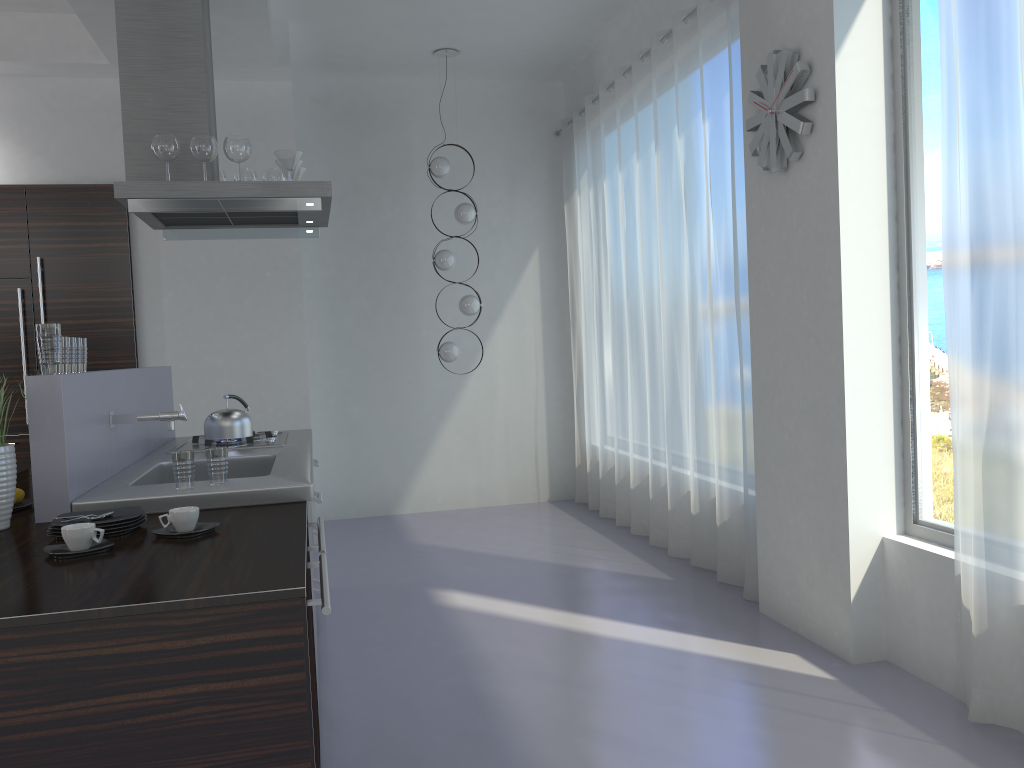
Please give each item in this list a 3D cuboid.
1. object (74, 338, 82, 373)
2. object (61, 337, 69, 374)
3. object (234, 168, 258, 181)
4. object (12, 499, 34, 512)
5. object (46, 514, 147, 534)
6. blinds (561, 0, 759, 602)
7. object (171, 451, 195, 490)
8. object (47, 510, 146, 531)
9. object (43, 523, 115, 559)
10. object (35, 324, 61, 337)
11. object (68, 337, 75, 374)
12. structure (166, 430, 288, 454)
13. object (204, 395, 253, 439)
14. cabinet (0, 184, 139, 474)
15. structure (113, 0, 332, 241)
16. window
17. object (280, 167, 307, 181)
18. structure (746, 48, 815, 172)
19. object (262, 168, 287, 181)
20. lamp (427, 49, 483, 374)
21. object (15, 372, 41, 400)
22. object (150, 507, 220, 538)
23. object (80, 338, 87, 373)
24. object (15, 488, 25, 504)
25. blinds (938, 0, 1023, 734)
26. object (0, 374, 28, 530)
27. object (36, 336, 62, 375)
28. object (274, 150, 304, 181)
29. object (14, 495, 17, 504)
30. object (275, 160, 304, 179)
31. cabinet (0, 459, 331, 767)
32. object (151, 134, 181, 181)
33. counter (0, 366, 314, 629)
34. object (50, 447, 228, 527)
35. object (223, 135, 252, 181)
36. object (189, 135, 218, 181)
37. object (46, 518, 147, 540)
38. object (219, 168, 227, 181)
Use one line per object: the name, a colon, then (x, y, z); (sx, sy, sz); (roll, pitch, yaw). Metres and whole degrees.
object: (-1.493, -0.096, 2.998); (0.071, 0.119, 0.072); (-1, 3, 27)
object: (-1.457, -0.091, 2.841); (0.071, 0.119, 0.072); (-1, 3, 27)
object: (-1.408, -1.025, 4.704); (0.125, 0.221, 0.125); (-2, 3, 12)
object: (-1.725, 0.413, 2.954); (0.232, 0.020, 0.232); (-3, 2, -4)
object: (-1.166, 0.399, 2.500); (0.232, 0.020, 0.232); (-3, 2, -4)
blinds: (0.819, -0.526, 5.820); (0.120, 3.112, 3.245); (-3, 3, -13)
object: (-1.066, 0.281, 2.883); (0.071, 0.119, 0.072); (-3, 3, -13)
object: (-1.166, 0.389, 2.500); (0.232, 0.020, 0.232); (-3, 2, -9)
object: (-1.097, 0.393, 2.244); (0.153, 0.069, 0.153); (-5, 3, -39)
object: (-1.441, -0.127, 2.760); (0.071, 0.119, 0.072); (-1, 3, 27)
object: (-1.475, -0.093, 2.919); (0.071, 0.119, 0.072); (-1, 3, 27)
structure: (-1.382, 0.262, 4.385); (0.519, 0.055, 0.709); (-3, 3, -13)
object: (-1.344, 0.149, 4.191); (0.220, 0.196, 0.229); (-4, 3, -20)
cabinet: (-4.295, 0.024, 5.746); (3.600, 2.500, 0.669); (-3, 3, -13)
structure: (-1.382, -1.386, 4.332); (0.915, 1.231, 0.981); (-3, 3, -13)
window: (1.899, -0.601, 2.048); (0.100, 2.500, 3.000); (-3, 3, -13)
object: (-1.109, -1.008, 4.519); (0.137, 0.174, 0.137); (0, 3, 42)
structure: (1.127, -1.163, 3.784); (0.076, 0.505, 0.505); (-3, 3, -13)
object: (-1.265, -1.033, 4.736); (0.125, 0.221, 0.125); (-2, 3, 12)
lamp: (-0.430, -1.255, 6.570); (0.367, 2.370, 0.180); (-3, 3, -19)
object: (-1.786, 0.153, 3.448); (0.247, 0.502, 0.269); (-3, 3, -12)
object: (-0.894, 0.376, 2.426); (0.153, 0.069, 0.153); (-2, 3, 21)
object: (-1.511, -0.098, 3.077); (0.072, 0.119, 0.071); (-1, 3, 37)
object: (-1.688, 0.382, 3.010); (0.052, 0.054, 0.061); (-1, 3, 34)
blinds: (1.768, -0.391, 1.662); (0.120, 3.112, 2.830); (-3, 3, -13)
object: (-1.564, 0.180, 2.586); (0.269, 0.502, 0.247); (-1, 3, 30)
object: (-1.439, -0.088, 2.762); (0.071, 0.119, 0.072); (-1, 3, 27)
object: (-1.043, -0.995, 4.159); (0.137, 0.174, 0.137); (0, 3, 42)
object: (-1.688, 0.386, 2.951); (0.071, 0.060, 0.057); (-3, 3, -11)
object: (-1.085, -1.001, 4.343); (0.137, 0.174, 0.137); (0, 3, 42)
cabinet: (-1.388, 0.822, 3.287); (1.377, 0.852, 3.285); (-3, 3, -13)
object: (-1.534, -0.987, 3.944); (0.125, 0.221, 0.125); (-2, 3, 12)
counter: (-1.387, 0.598, 3.278); (1.302, 1.300, 3.291); (-3, 3, -13)
object: (-1.130, 0.306, 2.681); (0.269, 0.147, 0.646); (-2, 3, 12)
object: (-1.237, -1.003, 4.012); (0.125, 0.221, 0.125); (-2, 3, 12)
object: (-1.380, -0.995, 3.980); (0.125, 0.221, 0.125); (-2, 3, 12)
object: (-1.165, 0.409, 2.501); (0.232, 0.020, 0.232); (-3, 2, -4)
object: (-1.561, -1.017, 4.668); (0.125, 0.221, 0.125); (-2, 3, 12)
